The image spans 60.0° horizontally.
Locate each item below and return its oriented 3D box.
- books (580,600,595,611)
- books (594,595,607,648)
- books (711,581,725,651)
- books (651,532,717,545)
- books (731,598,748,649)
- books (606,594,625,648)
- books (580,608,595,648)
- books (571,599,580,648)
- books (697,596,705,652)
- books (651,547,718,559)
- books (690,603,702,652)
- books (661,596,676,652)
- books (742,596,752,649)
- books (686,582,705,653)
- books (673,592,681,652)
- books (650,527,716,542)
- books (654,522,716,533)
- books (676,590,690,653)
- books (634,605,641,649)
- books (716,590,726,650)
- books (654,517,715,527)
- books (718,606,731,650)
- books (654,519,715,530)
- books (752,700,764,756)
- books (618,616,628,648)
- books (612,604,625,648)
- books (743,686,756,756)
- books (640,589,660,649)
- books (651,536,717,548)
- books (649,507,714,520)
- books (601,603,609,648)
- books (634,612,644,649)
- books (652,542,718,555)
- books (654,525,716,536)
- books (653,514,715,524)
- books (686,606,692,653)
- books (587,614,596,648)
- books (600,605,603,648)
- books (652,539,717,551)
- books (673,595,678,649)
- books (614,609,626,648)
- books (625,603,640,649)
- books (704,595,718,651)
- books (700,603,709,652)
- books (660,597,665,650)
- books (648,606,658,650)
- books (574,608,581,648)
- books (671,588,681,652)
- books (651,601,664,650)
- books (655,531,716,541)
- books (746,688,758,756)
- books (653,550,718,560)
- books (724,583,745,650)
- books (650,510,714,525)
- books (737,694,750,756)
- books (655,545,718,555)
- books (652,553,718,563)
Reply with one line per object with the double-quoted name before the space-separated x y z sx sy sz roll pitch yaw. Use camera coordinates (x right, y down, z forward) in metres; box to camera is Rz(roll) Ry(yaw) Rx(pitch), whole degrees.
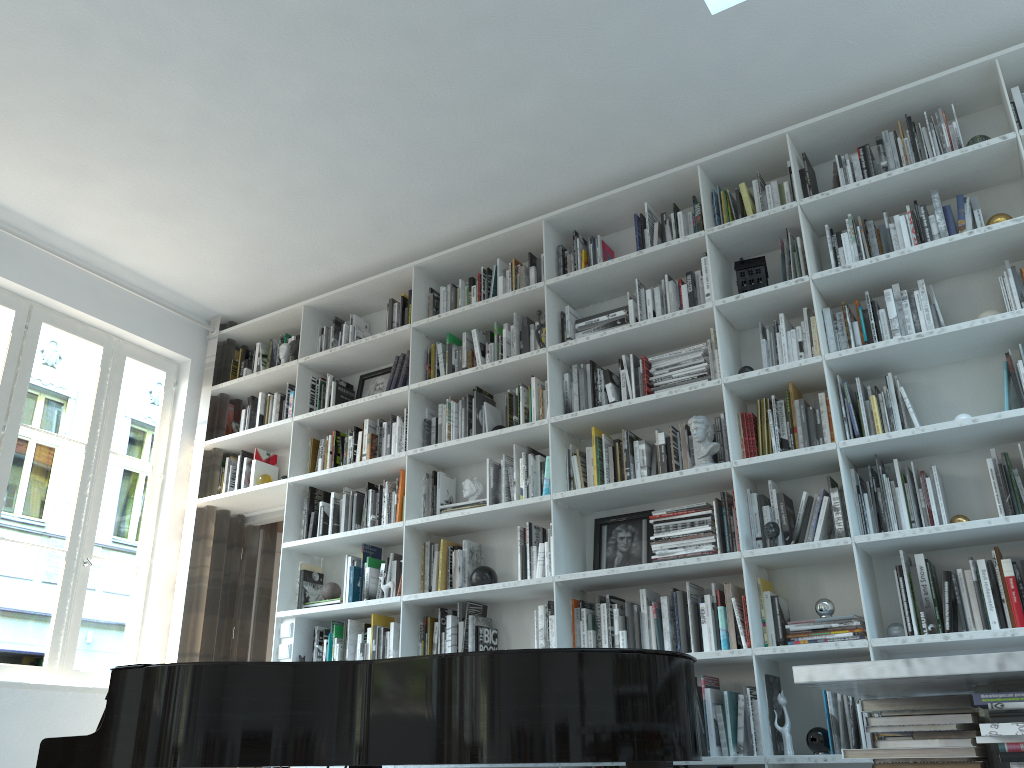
"books" 0.341 1.102 3.910 0.011 0.274 0.146 -14 -26 29
"books" 0.411 1.086 3.893 0.027 0.289 0.141 -14 -26 29
"books" 0.857 0.962 3.623 0.014 0.292 0.138 -14 -26 29
"books" 0.758 0.678 3.799 0.285 0.012 0.160 -17 -28 33
"books" 0.936 0.972 3.546 0.042 0.211 0.169 -14 -26 29
"books" 0.457 1.065 3.836 0.013 0.281 0.167 -14 -26 29
"books" 0.352 1.113 3.884 0.027 0.233 0.168 -14 -26 29
"books" 0.312 1.110 3.939 0.012 0.284 0.160 -14 -26 29
"books" 0.806 1.002 3.642 0.014 0.234 0.154 -14 -26 29
"books" 0.759 0.733 3.777 0.285 0.012 0.160 -17 -28 33
"books" 0.785 1.016 3.637 0.024 0.206 0.183 -14 -26 29
"books" 0.680 1.024 3.701 0.026 0.244 0.192 -14 -26 29
"books" 0.959 0.964 3.535 0.011 0.215 0.166 -14 -26 29
"books" 0.770 0.979 3.665 0.012 0.295 0.178 -14 -26 29
"books" 0.721 1.010 3.689 0.010 0.260 0.182 -14 -26 29
"books" 0.758 0.656 3.808 0.285 0.012 0.160 -17 -28 33
"books" 0.760 0.635 3.822 0.254 0.012 0.161 -13 -26 26
"books" 0.733 1.002 3.675 0.028 0.263 0.162 -14 -26 29
"books" 0.559 1.067 3.778 0.013 0.229 0.139 -14 -26 29
"books" 0.874 0.979 3.615 0.014 0.255 0.145 -14 -26 29
"books" 0.760 0.613 3.831 0.254 0.012 0.161 -13 -26 26
"books" 0.877 1.000 3.573 0.023 0.182 0.169 -14 -26 29
"books" 0.759 0.623 3.825 0.254 0.012 0.161 -12 -26 25
"books" 0.952 1.300 3.350 0.027 0.195 0.147 -14 -26 29
"books" 0.508 1.093 3.780 0.029 0.183 0.175 -14 -26 29
"books" 0.481 1.085 3.835 0.021 0.243 0.142 -14 -26 29
"books" 0.924 1.285 3.381 0.022 0.248 0.130 -14 -26 29
"books" 0.596 1.029 3.770 0.026 0.290 0.152 -14 -26 29
"books" 0.762 0.691 3.801 0.285 0.012 0.160 -15 -27 31
"books" 0.757 0.578 3.841 0.285 0.012 0.160 -12 -26 24
"books" 0.442 1.087 3.842 0.027 0.244 0.180 -14 -26 29
"books" 0.569 1.074 3.753 0.023 0.195 0.165 -14 -26 29
"books" 0.765 0.715 3.795 0.285 0.012 0.160 -14 -27 29
"books" 0.761 0.646 3.817 0.254 0.012 0.161 -16 -28 31
"books" 0.759 0.601 3.834 0.254 0.012 0.161 -12 -26 25
"books" 0.762 1.029 3.663 0.021 0.202 0.128 -14 -26 29
"books" 0.381 1.123 3.876 0.024 0.207 0.170 -14 -26 29
"books" 0.429 1.098 3.868 0.024 0.246 0.132 -14 -26 29
"books" 0.764 0.703 3.798 0.285 0.012 0.160 -15 -27 30
"books" 0.717 1.020 3.701 0.011 0.250 0.159 -14 -26 29
"books" 0.488 1.085 3.802 0.023 0.216 0.175 -14 -26 29
"books" 0.536 1.065 3.782 0.029 0.237 0.166 -14 -26 29
"books" 0.836 0.989 3.612 0.023 0.233 0.175 -14 -26 29
"books" 0.816 1.008 3.617 0.023 0.203 0.168 -14 -26 29
"books" 0.673 1.034 3.737 0.025 0.253 0.136 -14 -26 29
"books" 0.623 1.059 3.751 0.025 0.219 0.140 -14 -26 29
"books" 0.328 1.123 3.919 0.029 0.243 0.154 -14 -26 29
"books" 0.710 1.009 3.719 0.014 0.285 0.135 -14 -26 29
"books" 0.641 1.044 3.735 0.031 0.236 0.159 -14 -26 29
"books" 0.759 0.667 3.804 0.254 0.012 0.161 -12 -26 24
"books" 0.934 1.284 3.366 0.010 0.237 0.168 -14 -26 29
"books" 0.764 0.747 3.780 0.285 0.012 0.160 -14 -27 28
"books" 0.912 0.955 3.583 0.026 0.271 0.175 -14 -26 29
"books" 0.761 0.591 3.842 0.285 0.012 0.160 -15 -27 31
"books" 0.898 1.311 3.402 0.053 0.219 0.132 -14 -26 29
"books" 0.759 0.722 3.782 0.254 0.012 0.161 -12 -26 24
"books" 0.759 0.754 3.767 0.285 0.012 0.160 -12 -26 24
